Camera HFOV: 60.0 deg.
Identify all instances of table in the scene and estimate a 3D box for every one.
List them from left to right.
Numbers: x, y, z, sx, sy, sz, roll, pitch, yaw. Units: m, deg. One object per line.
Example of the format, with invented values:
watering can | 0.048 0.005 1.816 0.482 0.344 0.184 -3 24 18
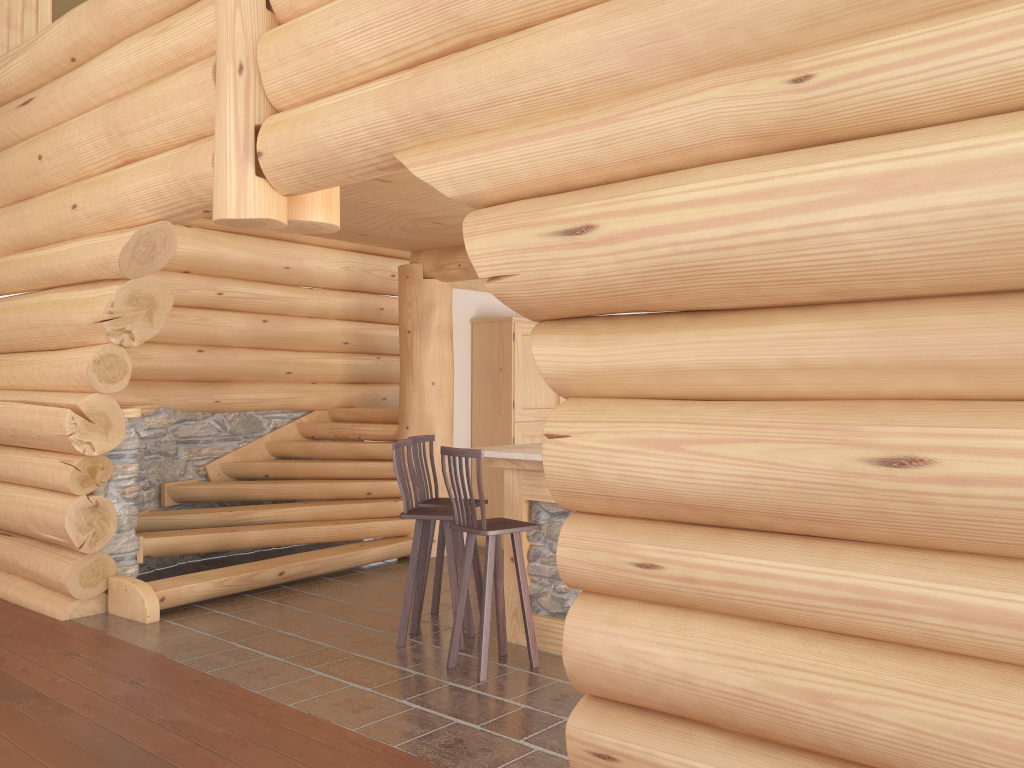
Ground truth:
table | 1.200 1.068 5.380 3.220 1.257 1.196 0 0 41

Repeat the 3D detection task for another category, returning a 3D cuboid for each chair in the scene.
chair | -0.520 1.034 5.846 0.504 1.319 0.406 0 0 9
chair | -0.463 1.037 6.365 0.504 1.319 0.406 0 0 21
chair | -0.132 1.032 5.281 0.504 1.319 0.406 0 0 -39

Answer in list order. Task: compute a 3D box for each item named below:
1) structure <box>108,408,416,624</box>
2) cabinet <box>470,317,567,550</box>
structure | -2.337 0.887 8.277 1.951 1.643 3.604 0 0 35
cabinet | 0.390 0.519 9.970 0.670 2.403 1.847 0 0 41
